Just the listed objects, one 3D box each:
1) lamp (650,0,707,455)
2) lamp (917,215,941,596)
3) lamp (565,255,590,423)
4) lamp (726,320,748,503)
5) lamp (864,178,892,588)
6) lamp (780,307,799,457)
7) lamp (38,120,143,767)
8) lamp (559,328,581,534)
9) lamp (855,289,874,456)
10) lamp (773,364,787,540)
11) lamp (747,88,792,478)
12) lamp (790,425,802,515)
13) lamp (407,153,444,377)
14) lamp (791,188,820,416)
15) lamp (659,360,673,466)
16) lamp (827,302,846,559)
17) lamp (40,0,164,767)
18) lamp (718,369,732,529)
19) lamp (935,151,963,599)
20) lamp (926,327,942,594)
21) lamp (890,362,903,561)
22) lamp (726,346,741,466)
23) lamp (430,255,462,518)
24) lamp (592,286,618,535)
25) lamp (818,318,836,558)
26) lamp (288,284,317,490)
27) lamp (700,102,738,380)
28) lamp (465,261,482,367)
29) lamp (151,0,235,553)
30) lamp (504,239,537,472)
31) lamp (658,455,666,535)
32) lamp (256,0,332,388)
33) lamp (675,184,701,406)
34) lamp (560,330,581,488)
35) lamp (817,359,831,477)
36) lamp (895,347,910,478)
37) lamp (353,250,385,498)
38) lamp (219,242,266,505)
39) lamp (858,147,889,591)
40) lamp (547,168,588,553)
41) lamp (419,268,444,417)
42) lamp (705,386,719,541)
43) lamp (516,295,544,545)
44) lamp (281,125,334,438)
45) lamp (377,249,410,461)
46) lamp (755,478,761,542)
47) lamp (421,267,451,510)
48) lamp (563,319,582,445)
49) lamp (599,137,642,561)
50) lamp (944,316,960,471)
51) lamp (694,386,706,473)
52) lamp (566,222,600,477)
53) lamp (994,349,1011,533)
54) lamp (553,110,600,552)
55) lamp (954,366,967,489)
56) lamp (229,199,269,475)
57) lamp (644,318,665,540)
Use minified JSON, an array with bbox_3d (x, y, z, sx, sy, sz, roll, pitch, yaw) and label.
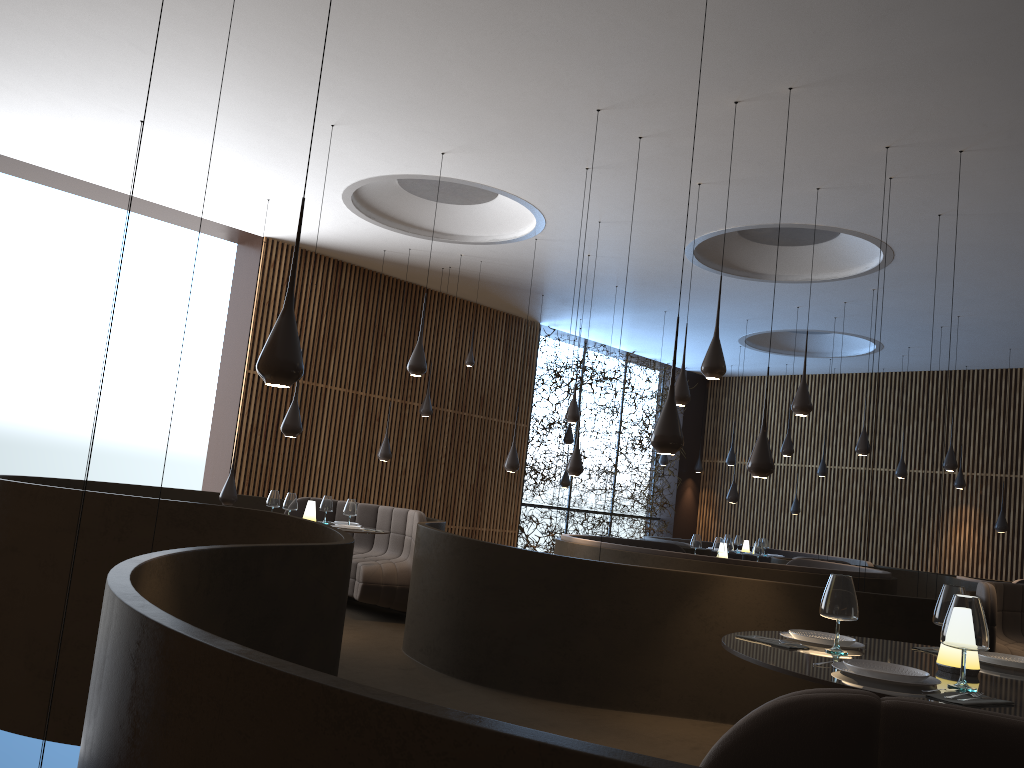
[{"bbox_3d":[1.051,-1.054,5.287,0.196,2.953,0.196,7,-6,-9],"label":"lamp"},{"bbox_3d":[3.973,1.390,8.606,0.196,6.259,0.196,7,-6,-9],"label":"lamp"},{"bbox_3d":[0.893,-0.595,11.563,0.196,2.218,0.196,1,-8,41],"label":"lamp"},{"bbox_3d":[3.645,0.423,14.174,0.196,2.953,0.196,1,-8,41],"label":"lamp"},{"bbox_3d":[3.151,1.197,7.834,0.196,6.259,0.196,8,-6,-19],"label":"lamp"},{"bbox_3d":[4.130,-0.042,13.051,0.196,2.218,0.196,7,-6,-9],"label":"lamp"},{"bbox_3d":[-3.195,1.065,6.509,0.196,6.259,0.196,10,-7,-29],"label":"lamp"},{"bbox_3d":[0.926,2.063,16.093,0.196,6.259,0.196,8,-6,-19],"label":"lamp"},{"bbox_3d":[4.707,-0.162,11.715,0.196,2.218,0.196,7,-6,-9],"label":"lamp"},{"bbox_3d":[5.156,2.700,17.397,0.196,6.259,0.196,10,-7,-29],"label":"lamp"},{"bbox_3d":[1.953,-0.783,6.569,0.196,2.953,0.196,11,-8,-38],"label":"lamp"},{"bbox_3d":[5.674,1.081,17.427,0.196,2.953,0.196,3,-7,31],"label":"lamp"},{"bbox_3d":[-0.802,-1.175,8.624,0.196,2.218,0.196,7,-6,-9],"label":"lamp"},{"bbox_3d":[2.850,-0.799,8.486,0.196,2.218,0.196,1,-8,41],"label":"lamp"},{"bbox_3d":[3.261,0.596,18.532,0.196,2.218,0.196,8,-6,-19],"label":"lamp"},{"bbox_3d":[4.407,1.933,12.294,0.196,6.259,0.196,7,-6,-9],"label":"lamp"},{"bbox_3d":[-1.799,-0.164,3.947,0.196,6.259,0.196,10,-7,-29],"label":"lamp"},{"bbox_3d":[4.258,2.709,18.196,0.196,6.259,0.196,8,-6,-19],"label":"lamp"},{"bbox_3d":[3.443,1.134,7.134,0.196,6.259,0.196,3,-7,31],"label":"lamp"},{"bbox_3d":[6.162,2.230,13.078,0.196,6.259,0.196,10,-7,-29],"label":"lamp"},{"bbox_3d":[6.610,2.593,15.420,0.196,6.259,0.196,10,-7,-29],"label":"lamp"},{"bbox_3d":[4.128,0.398,16.358,0.196,2.218,0.196,3,-7,31],"label":"lamp"},{"bbox_3d":[-1.044,1.298,12.002,0.196,6.259,0.196,8,-6,-16],"label":"lamp"},{"bbox_3d":[1.212,1.651,12.791,0.196,6.259,0.196,6,-6,1],"label":"lamp"},{"bbox_3d":[4.607,2.080,13.228,0.196,6.259,0.196,7,-6,-9],"label":"lamp"},{"bbox_3d":[-3.020,1.728,11.796,0.196,6.259,0.196,4,-7,21],"label":"lamp"},{"bbox_3d":[1.659,-1.136,6.915,0.196,2.218,0.196,7,-6,-9],"label":"lamp"},{"bbox_3d":[-0.517,-0.993,12.476,0.133,1.504,0.133,1,-8,41],"label":"lamp"},{"bbox_3d":[-2.118,0.022,5.592,0.196,6.259,0.196,10,-7,-29],"label":"lamp"},{"bbox_3d":[0.147,-0.376,11.069,0.196,2.953,0.196,6,-6,1],"label":"lamp"},{"bbox_3d":[2.908,2.447,17.338,0.196,6.259,0.196,8,-6,-19],"label":"lamp"},{"bbox_3d":[-0.814,-1.451,3.845,0.196,2.953,0.196,10,-7,-29],"label":"lamp"},{"bbox_3d":[1.743,-0.889,8.690,0.196,2.218,0.196,11,-8,-39],"label":"lamp"},{"bbox_3d":[1.115,0.424,16.239,0.196,2.953,0.196,7,-6,-9],"label":"lamp"},{"bbox_3d":[5.897,0.628,16.630,0.196,2.218,0.196,3,-7,31],"label":"lamp"},{"bbox_3d":[6.611,0.474,14.907,0.196,2.218,0.196,3,-7,31],"label":"lamp"},{"bbox_3d":[-2.139,1.207,12.210,0.196,6.259,0.196,11,-8,-36],"label":"lamp"},{"bbox_3d":[-2.944,-0.141,9.828,0.196,2.953,0.196,6,-6,1],"label":"lamp"},{"bbox_3d":[2.854,1.080,7.207,0.196,6.259,0.196,3,-7,31],"label":"lamp"},{"bbox_3d":[0.402,0.972,8.400,0.196,6.259,0.196,11,-8,-38],"label":"lamp"},{"bbox_3d":[-1.145,-0.622,13.051,0.196,2.218,0.196,8,-6,-19],"label":"lamp"},{"bbox_3d":[4.284,2.875,19.409,0.196,6.259,0.196,8,-6,-19],"label":"lamp"},{"bbox_3d":[0.156,1.677,13.845,0.196,6.259,0.196,4,-7,21],"label":"lamp"},{"bbox_3d":[-1.851,-0.979,8.204,0.196,2.953,0.196,7,-6,-9],"label":"lamp"},{"bbox_3d":[-1.578,-0.417,12.164,0.196,2.953,0.196,3,-7,31],"label":"lamp"},{"bbox_3d":[4.973,2.759,17.986,0.196,6.259,0.196,3,-7,31],"label":"lamp"},{"bbox_3d":[-1.250,1.372,12.720,0.196,6.259,0.196,11,-8,-36],"label":"lamp"},{"bbox_3d":[1.094,-0.045,15.528,0.196,2.218,0.196,7,-6,-9],"label":"lamp"},{"bbox_3d":[0.802,0.902,7.552,0.196,6.259,0.196,11,-8,-39],"label":"lamp"},{"bbox_3d":[6.285,0.128,12.596,0.196,2.218,0.196,7,-6,-9],"label":"lamp"},{"bbox_3d":[4.250,0.872,19.786,0.196,2.218,0.196,8,-6,-19],"label":"lamp"},{"bbox_3d":[0.859,-0.423,10.139,0.196,2.953,0.196,5,-6,11],"label":"lamp"},{"bbox_3d":[7.907,0.891,14.196,0.196,2.953,0.196,3,-7,31],"label":"lamp"},{"bbox_3d":[0.386,0.797,7.106,0.196,6.259,0.196,7,-6,-9],"label":"lamp"},{"bbox_3d":[8.099,0.773,15.917,0.196,2.218,0.196,3,-7,31],"label":"lamp"},{"bbox_3d":[-3.308,0.847,10.480,0.196,6.259,0.196,4,-7,21],"label":"lamp"},{"bbox_3d":[2.148,1.922,14.048,0.196,6.259,0.196,6,-6,1],"label":"lamp"}]
